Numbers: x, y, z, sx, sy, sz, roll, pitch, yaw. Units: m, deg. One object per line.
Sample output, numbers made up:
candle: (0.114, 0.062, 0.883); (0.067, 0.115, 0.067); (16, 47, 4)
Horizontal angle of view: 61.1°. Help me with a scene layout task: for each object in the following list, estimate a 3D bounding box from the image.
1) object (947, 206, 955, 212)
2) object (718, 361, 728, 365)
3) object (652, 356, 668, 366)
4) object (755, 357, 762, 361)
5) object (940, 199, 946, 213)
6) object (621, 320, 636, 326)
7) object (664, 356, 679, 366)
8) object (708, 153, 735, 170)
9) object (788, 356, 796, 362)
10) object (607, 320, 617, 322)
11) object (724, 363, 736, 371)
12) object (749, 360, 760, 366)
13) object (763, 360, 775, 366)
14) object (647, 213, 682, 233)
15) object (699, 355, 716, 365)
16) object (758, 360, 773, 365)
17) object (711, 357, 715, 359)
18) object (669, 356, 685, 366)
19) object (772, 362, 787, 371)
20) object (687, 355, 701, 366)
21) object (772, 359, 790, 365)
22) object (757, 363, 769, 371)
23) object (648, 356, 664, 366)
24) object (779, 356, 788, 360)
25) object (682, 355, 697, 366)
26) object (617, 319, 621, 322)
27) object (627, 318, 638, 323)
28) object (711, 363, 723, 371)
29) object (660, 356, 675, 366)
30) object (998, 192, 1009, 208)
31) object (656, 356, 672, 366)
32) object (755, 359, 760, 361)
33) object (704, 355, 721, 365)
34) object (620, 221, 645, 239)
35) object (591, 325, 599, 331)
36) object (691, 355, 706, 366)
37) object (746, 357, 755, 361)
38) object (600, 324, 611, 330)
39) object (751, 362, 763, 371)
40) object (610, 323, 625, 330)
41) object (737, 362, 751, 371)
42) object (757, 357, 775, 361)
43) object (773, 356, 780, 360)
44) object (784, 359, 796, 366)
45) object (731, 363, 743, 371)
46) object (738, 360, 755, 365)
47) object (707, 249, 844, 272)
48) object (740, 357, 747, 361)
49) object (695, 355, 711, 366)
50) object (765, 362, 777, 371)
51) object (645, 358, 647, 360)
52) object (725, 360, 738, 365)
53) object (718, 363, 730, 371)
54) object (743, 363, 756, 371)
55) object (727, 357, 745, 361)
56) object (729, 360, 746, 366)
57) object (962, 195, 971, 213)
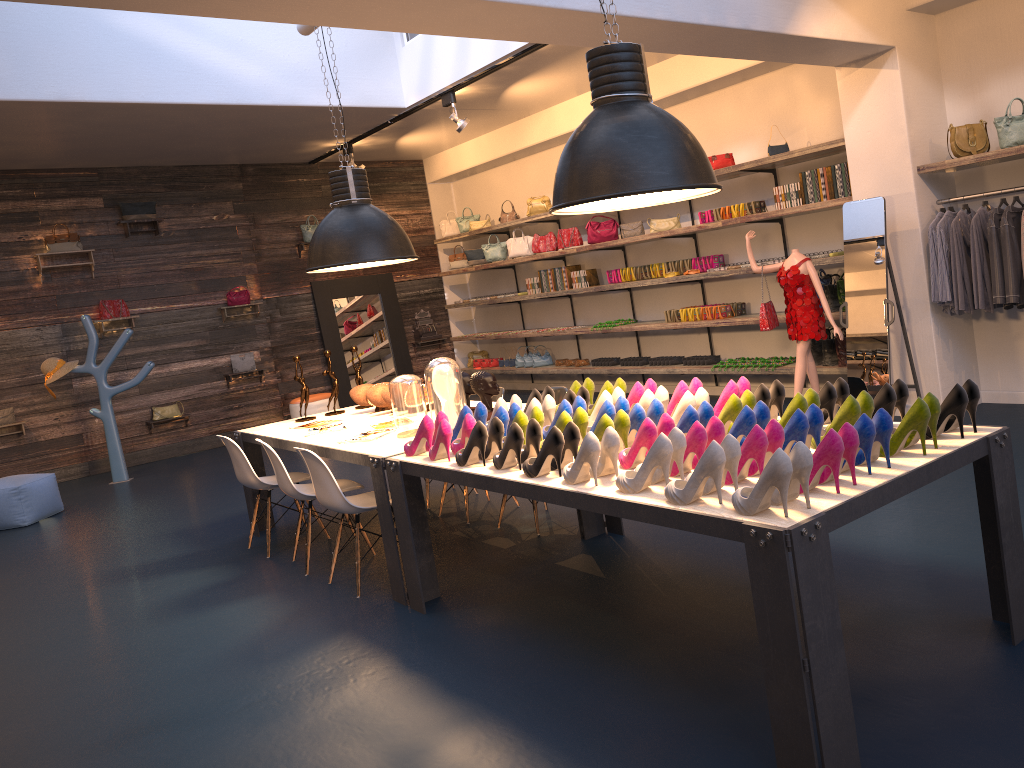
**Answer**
object: (3.384, -1.325, 6.691); (0.469, 0.219, 0.009); (-12, 5, -37)
object: (2.153, -0.213, 8.808); (0.256, 0.063, 0.077); (-12, 6, -32)
object: (1.662, -0.258, 9.729); (0.192, 0.087, 0.064); (-9, 5, -9)
object: (2.468, -0.248, 8.727); (0.078, 0.067, 0.255); (-5, 7, 34)
object: (3.348, -1.325, 6.742); (0.469, 0.219, 0.009); (-12, 5, -37)
object: (1.333, -0.694, 10.043); (0.255, 0.058, 0.076); (-13, 7, -40)
object: (1.772, -0.256, 9.572); (0.188, 0.087, 0.065); (-8, 5, -2)
object: (2.027, -2.149, 8.414); (0.280, 0.149, 0.112); (-8, 5, -3)
object: (2.702, -0.243, 8.392); (0.078, 0.067, 0.255); (-5, 7, 34)
object: (1.203, -0.737, 10.345); (0.240, 0.053, 0.083); (-9, 6, -7)
object: (2.175, -0.172, 8.663); (0.255, 0.058, 0.076); (-13, 7, -40)
object: (2.386, -0.208, 8.475); (0.256, 0.063, 0.077); (-12, 6, -32)
object: (2.483, -0.208, 8.337); (0.255, 0.064, 0.079); (-11, 6, -30)
object: (1.615, -1.702, 9.210); (0.360, 0.174, 0.234); (-8, 5, 5)
object: (2.067, -0.251, 9.150); (0.194, 0.087, 0.063); (-9, 5, -14)
object: (2.461, -0.212, 8.419); (0.255, 0.068, 0.077); (-12, 6, -30)
object: (2.099, -0.277, 9.091); (0.049, 0.022, 0.011); (-9, 4, -12)
object: (1.807, -0.256, 9.521); (0.185, 0.087, 0.066); (-8, 5, 2)
object: (2.505, -0.166, 8.192); (0.255, 0.058, 0.076); (-13, 7, -40)
object: (1.957, -0.253, 9.307); (0.198, 0.087, 0.062); (-10, 5, -22)
object: (2.557, -0.211, 8.282); (0.256, 0.067, 0.078); (-12, 6, -30)
object: (2.409, -0.167, 8.329); (0.255, 0.058, 0.076); (-13, 7, -40)
object: (1.627, -0.259, 9.780); (0.194, 0.087, 0.063); (-9, 5, -13)
object: (2.627, -0.241, 8.447); (0.079, 0.073, 0.254); (-5, 7, 33)
object: (1.921, -0.253, 9.358); (0.198, 0.087, 0.062); (-10, 5, -21)
object: (1.289, -0.739, 10.270); (0.076, 0.074, 0.256); (-4, 7, 41)
object: (1.386, -0.740, 10.133); (0.078, 0.067, 0.255); (-5, 7, 34)
object: (2.083, -0.175, 8.807); (0.255, 0.058, 0.076); (-13, 7, -40)
object: (1.736, -0.257, 9.623); (0.190, 0.087, 0.064); (-9, 5, -7)
object: (3.609, -1.322, 6.373); (0.469, 0.219, 0.009); (-12, 5, -37)
object: (1.699, -0.258, 9.677); (0.190, 0.087, 0.064); (-9, 5, -7)
object: (2.415, -0.202, 8.637); (0.255, 0.058, 0.076); (-13, 7, -40)
object: (2.103, -0.250, 9.098); (0.192, 0.087, 0.064); (-9, 5, -10)
object: (1.334, -1.709, 9.617); (0.258, 0.175, 0.108); (-7, 5, 14)
object: (1.000, -0.667, 10.213); (0.255, 0.058, 0.076); (-13, 7, -40)
object: (1.994, -0.252, 9.254); (0.195, 0.087, 0.063); (-10, 5, -15)
object: (2.393, -0.243, 8.782); (0.079, 0.073, 0.254); (-5, 7, 33)
object: (1.093, -0.664, 10.070); (0.255, 0.058, 0.076); (-13, 7, -40)
object: (2.372, -0.171, 8.406); (0.255, 0.058, 0.076); (-13, 7, -40)
object: (1.189, -0.662, 9.933); (0.255, 0.058, 0.076); (-13, 7, -40)
object: (2.271, -0.170, 8.526); (0.255, 0.058, 0.076); (-13, 7, -40)
object: (2.519, -0.241, 8.604); (0.240, 0.053, 0.083); (-9, 6, -7)
object: (2.605, -0.243, 8.529); (0.076, 0.074, 0.256); (-4, 7, 41)
object: (2.649, -0.198, 8.302); (0.255, 0.058, 0.076); (-13, 7, -40)
object: (2.234, -0.173, 8.604); (0.255, 0.058, 0.076); (-13, 7, -40)
object: (2.323, -0.215, 8.617); (0.256, 0.067, 0.078); (-12, 6, -30)
object: (2.471, -1.168, 8.283); (0.524, 0.060, 1.397); (-12, 8, -35)
object: (2.371, -0.248, 8.864); (0.076, 0.074, 0.256); (-4, 7, 41)
object: (2.031, -0.251, 9.201); (0.195, 0.087, 0.063); (-10, 5, -15)
object: (2.468, -0.169, 8.269); (0.255, 0.058, 0.076); (-13, 7, -40)
object: (1.522, -0.289, 9.921); (0.051, 0.022, 0.010); (-12, 6, -37)
object: (2.227, -0.217, 8.754); (0.255, 0.068, 0.077); (-12, 6, -30)
object: (2.138, -0.175, 8.741); (0.255, 0.058, 0.076); (-13, 7, -40)
object: (2.317, -0.170, 8.472); (0.255, 0.058, 0.076); (-13, 7, -40)
object: (2.285, -0.246, 8.939); (0.240, 0.053, 0.083); (-9, 6, -7)
object: (2.249, -0.212, 8.672); (0.255, 0.064, 0.079); (-11, 6, -30)
object: (3.450, -1.325, 6.602); (0.469, 0.219, 0.009); (-12, 5, -37)
